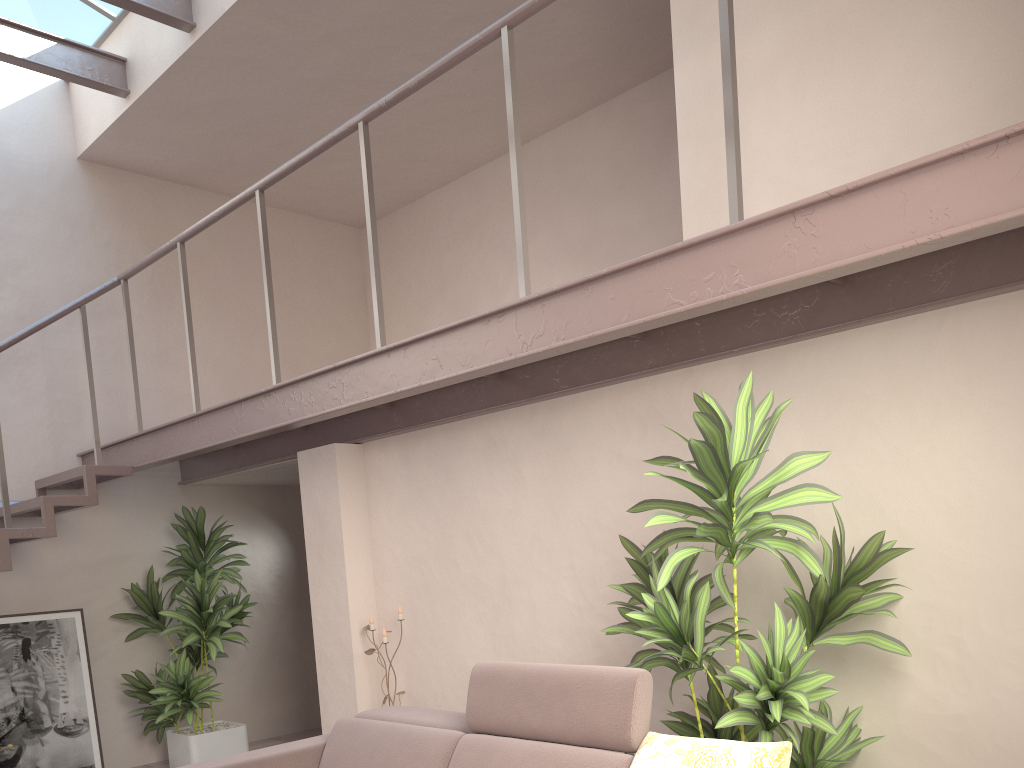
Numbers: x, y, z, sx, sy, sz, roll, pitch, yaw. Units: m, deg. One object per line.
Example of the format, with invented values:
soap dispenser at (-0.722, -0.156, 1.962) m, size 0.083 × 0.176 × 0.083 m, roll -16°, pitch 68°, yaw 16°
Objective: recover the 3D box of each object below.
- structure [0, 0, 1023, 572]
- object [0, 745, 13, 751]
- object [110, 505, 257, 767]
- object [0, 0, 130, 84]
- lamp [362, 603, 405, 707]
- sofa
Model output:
structure at (-1.331, 0.384, 3.010) m, size 3.837 × 3.223 × 7.134 m, roll 0°, pitch -9°, yaw -45°
object at (-1.405, 1.230, 2.344) m, size 0.295 × 0.600 × 0.372 m, roll -3°, pitch 1°, yaw 39°
object at (-2.227, 1.755, 6.292) m, size 0.971 × 1.883 × 1.069 m, roll -5°, pitch 1°, yaw -27°
object at (-2.339, -2.909, 3.773) m, size 2.379 × 0.674 × 4.507 m, roll 5°, pitch -14°, yaw -44°
lamp at (-0.681, 1.778, 5.034) m, size 0.236 × 1.137 × 0.332 m, roll -5°, pitch 3°, yaw -12°
sofa at (-0.552, 1.401, 2.655) m, size 2.197 × 0.944 × 3.128 m, roll 4°, pitch -12°, yaw -45°
